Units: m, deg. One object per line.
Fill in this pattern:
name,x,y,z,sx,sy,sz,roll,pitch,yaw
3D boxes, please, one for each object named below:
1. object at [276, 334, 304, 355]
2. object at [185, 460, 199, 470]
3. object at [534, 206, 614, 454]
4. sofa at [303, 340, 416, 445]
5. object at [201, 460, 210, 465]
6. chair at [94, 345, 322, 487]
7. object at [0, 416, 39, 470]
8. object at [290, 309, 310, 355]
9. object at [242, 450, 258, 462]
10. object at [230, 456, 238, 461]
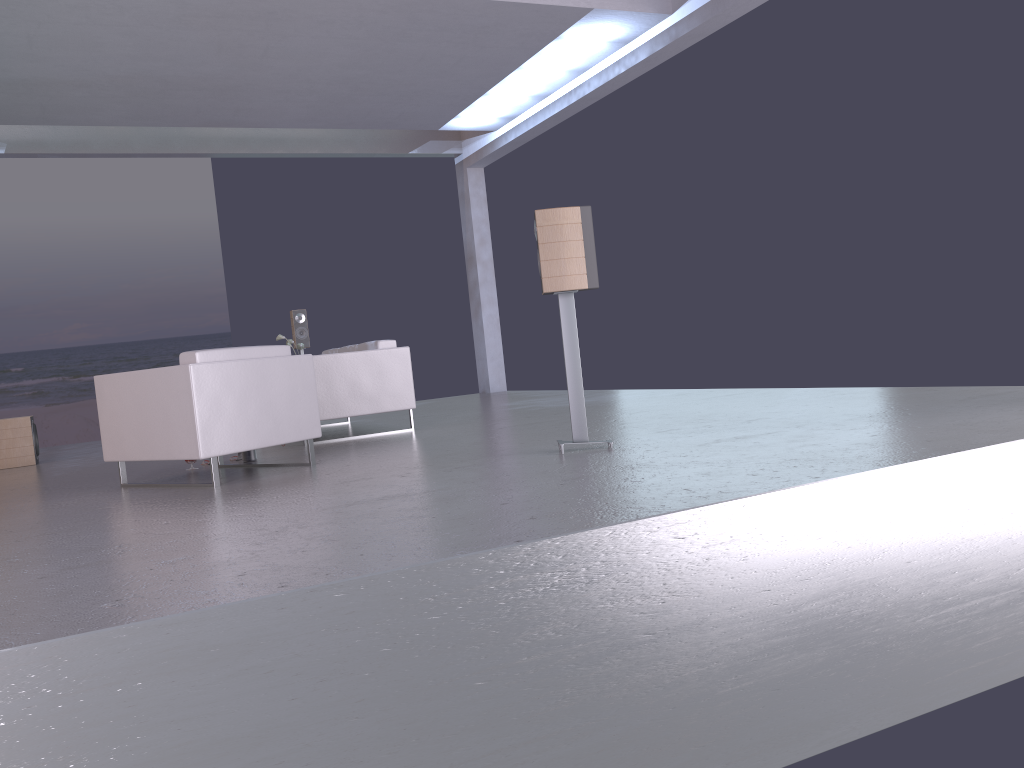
object,-2.343,-0.049,9.953,0.387,1.051,0.400,-5,2,13
object,-2.295,0.494,6.328,0.091,0.233,0.091,-6,2,3
object,0.348,-0.305,5.004,0.333,1.363,0.243,-6,2,6
sofa,-1.814,0.064,8.579,1.026,0.824,2.353,-7,2,-25
object,-2.225,0.550,6.564,0.235,0.087,0.079,-5,2,32
chair,-1.944,0.193,5.700,1.026,0.808,0.936,-4,3,35
object,-4.870,0.569,8.462,0.604,0.459,0.514,-7,2,-25
object,-2.548,-0.217,10.838,0.243,1.363,0.333,-7,2,-19
object,-1.933,0.348,6.459,0.109,0.435,0.109,-6,2,2
object,-2.045,0.529,6.639,0.235,0.087,0.079,-4,3,43
